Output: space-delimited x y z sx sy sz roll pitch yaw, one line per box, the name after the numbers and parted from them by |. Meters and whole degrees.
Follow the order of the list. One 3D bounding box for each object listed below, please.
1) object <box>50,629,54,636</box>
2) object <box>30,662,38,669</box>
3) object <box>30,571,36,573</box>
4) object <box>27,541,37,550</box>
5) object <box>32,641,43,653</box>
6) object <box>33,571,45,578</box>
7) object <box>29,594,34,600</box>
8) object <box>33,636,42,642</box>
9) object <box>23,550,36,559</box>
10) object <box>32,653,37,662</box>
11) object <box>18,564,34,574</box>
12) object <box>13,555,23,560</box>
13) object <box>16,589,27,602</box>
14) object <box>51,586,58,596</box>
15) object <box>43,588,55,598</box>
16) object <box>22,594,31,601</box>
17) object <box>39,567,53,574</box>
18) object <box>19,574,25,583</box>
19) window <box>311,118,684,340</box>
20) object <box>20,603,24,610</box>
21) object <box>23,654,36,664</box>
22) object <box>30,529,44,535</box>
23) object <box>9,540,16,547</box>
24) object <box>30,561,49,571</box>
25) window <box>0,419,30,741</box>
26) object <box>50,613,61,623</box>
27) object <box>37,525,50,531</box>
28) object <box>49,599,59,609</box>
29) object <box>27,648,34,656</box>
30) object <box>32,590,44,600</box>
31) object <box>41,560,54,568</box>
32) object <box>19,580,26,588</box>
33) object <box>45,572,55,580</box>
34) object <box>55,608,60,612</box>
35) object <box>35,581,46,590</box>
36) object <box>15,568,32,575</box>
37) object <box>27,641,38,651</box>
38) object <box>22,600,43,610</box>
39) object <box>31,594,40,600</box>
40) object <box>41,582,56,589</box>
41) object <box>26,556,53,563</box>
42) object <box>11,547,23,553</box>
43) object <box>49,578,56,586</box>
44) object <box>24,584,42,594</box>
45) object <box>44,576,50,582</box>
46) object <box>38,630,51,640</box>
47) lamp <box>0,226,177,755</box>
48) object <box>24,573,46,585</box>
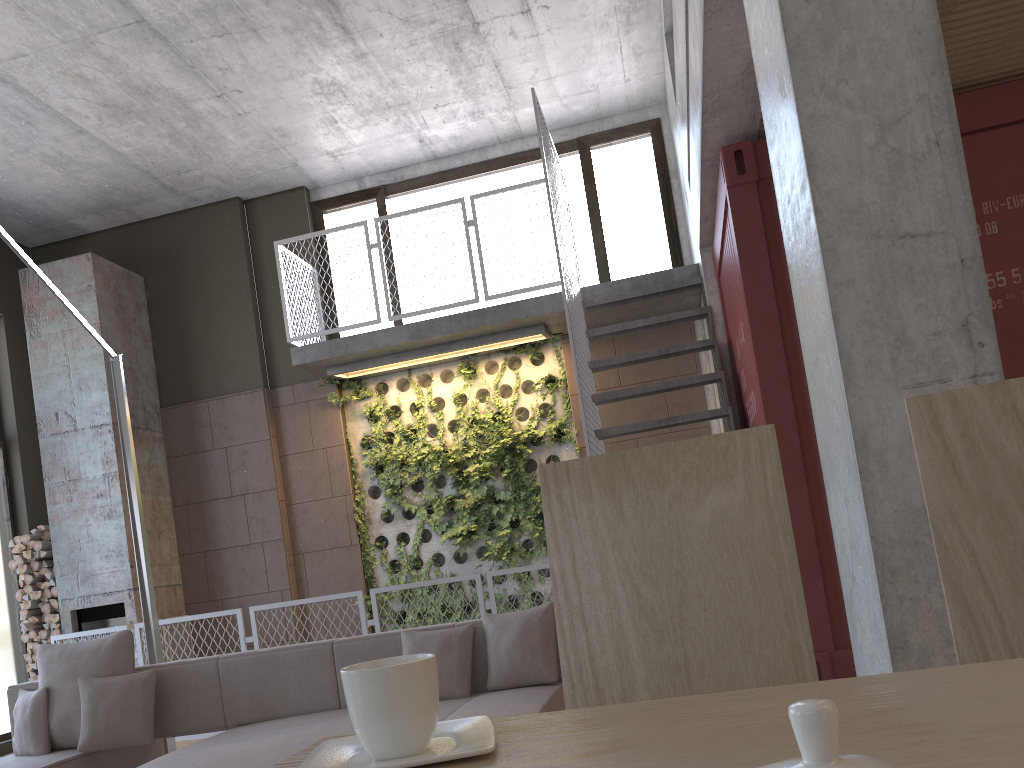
-4.322 2.393 8.526 0.067 0.070 0.429 -10 -11 9 | object
-4.512 2.721 8.546 0.067 0.066 0.428 -10 -11 9 | object
-4.584 1.812 8.543 0.089 0.056 0.337 -10 -11 9 | object
-4.533 1.563 8.509 0.104 0.082 0.368 -10 -11 9 | object
-4.487 2.524 8.475 0.099 0.105 0.298 -10 -11 11 | object
-4.514 1.844 8.554 0.064 0.073 0.364 -9 -11 8 | object
-4.530 2.066 8.565 0.067 0.066 0.428 -10 -11 9 | object
-4.487 2.454 8.508 0.089 0.056 0.337 -10 -11 9 | object
-4.550 1.660 8.546 0.094 0.082 0.486 -10 -11 9 | object
-4.480 2.638 8.548 0.093 0.092 0.443 -10 -11 9 | object
-4.588 1.791 8.537 0.094 0.082 0.486 -10 -11 9 | object
-4.695 1.693 8.577 0.066 0.085 0.431 -9 -11 8 | object
-4.683 2.057 8.559 0.064 0.123 0.369 -9 -11 8 | object
-4.291 2.004 8.530 0.092 0.090 0.443 -10 -11 9 | object
-4.374 2.029 8.551 0.091 0.088 0.461 -10 -11 9 | object
-4.609 2.079 8.580 0.067 0.066 0.428 -10 -11 9 | object
-4.418 1.811 8.531 0.122 0.067 0.368 -10 -11 11 | object
-4.668 1.897 8.572 0.101 0.101 0.296 -10 -11 11 | object
-0.189 -1.322 8.635 3.583 1.730 0.110 -10 -3 11 | window
-4.607 2.151 8.535 0.067 0.066 0.428 -10 -11 9 | object
-4.575 2.653 8.523 0.089 0.106 0.370 -10 -11 9 | object
-4.546 1.455 8.559 0.065 0.072 0.364 -9 -11 8 | object
-4.738 1.555 8.573 0.067 0.068 0.429 -10 -11 9 | object
-4.490 1.768 8.545 0.091 0.088 0.462 -10 -11 8 | object
-5.856 0.587 4.234 0.210 4.099 9.334 -9 -10 8 | window
-4.263 2.250 8.503 0.094 0.082 0.486 -10 -11 9 | object
-4.486 1.411 8.575 0.088 0.055 0.337 -10 -11 9 | object
-4.303 2.118 8.479 0.089 0.106 0.370 -10 -11 9 | object
-4.564 2.569 8.449 0.045 0.071 0.254 -9 -11 9 | object
-4.459 2.041 8.548 0.094 0.082 0.486 -10 -11 9 | object
-4.418 1.750 8.560 0.067 0.070 0.429 -10 -11 9 | object
-4.660 1.927 8.484 0.045 0.071 0.254 -9 -11 9 | object
-4.372 1.871 8.532 0.067 0.083 0.431 -9 -11 7 | object
-4.303 2.179 8.549 0.101 0.085 0.368 -10 -11 9 | object
-4.498 1.970 8.593 0.101 0.085 0.368 -10 -11 9 | object
-4.659 1.815 8.553 0.067 0.066 0.428 -10 -11 9 | object
-4.572 2.540 8.538 0.101 0.101 0.296 -10 -11 11 | object
-4.535 2.127 8.519 0.094 0.082 0.486 -10 -11 9 | object
-4.477 2.047 8.533 0.115 0.078 0.441 -10 -11 9 | object
-4.400 1.962 8.563 0.115 0.078 0.441 -10 -11 9 | object
-4.529 1.711 8.552 0.115 0.078 0.441 -10 -11 9 | object
-4.716 1.626 8.595 0.123 0.067 0.368 -10 -11 11 | object
-4.333 1.921 8.531 0.071 0.071 0.428 -10 -11 9 | object
-4.577 1.995 8.582 0.093 0.092 0.443 -10 -11 9 | object
-4.443 1.909 8.618 0.104 0.101 0.296 -10 -11 9 | object
-4.394 2.410 8.510 0.091 0.088 0.462 -10 -11 8 | object
-2.373 0.628 4.664 0.756 3.379 2.669 -8 -6 -2 | lamp
-4.584 1.882 8.510 0.099 0.105 0.298 -10 -11 11 | object
